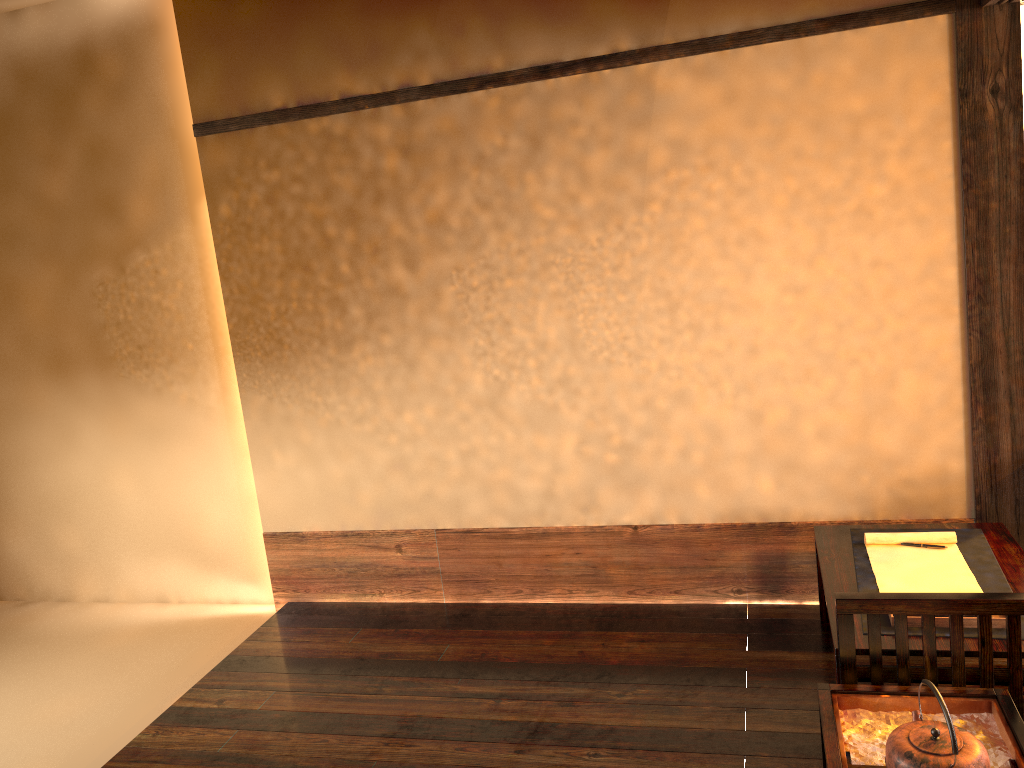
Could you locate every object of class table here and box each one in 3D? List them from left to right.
[{"bbox_3d":[1.257,0.738,2.655,0.600,0.335,0.885,-4,11,16],"label":"table"}]

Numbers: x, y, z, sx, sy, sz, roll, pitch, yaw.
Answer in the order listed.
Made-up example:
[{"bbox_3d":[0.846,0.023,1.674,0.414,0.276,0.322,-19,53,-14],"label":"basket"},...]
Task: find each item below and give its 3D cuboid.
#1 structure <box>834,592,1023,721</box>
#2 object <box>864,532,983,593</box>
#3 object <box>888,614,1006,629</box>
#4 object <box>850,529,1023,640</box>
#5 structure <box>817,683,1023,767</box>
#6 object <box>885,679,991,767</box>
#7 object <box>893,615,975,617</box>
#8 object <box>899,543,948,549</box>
[{"bbox_3d":[0.978,0.878,1.641,0.597,0.497,1.203,-4,11,16],"label":"structure"},{"bbox_3d":[1.238,0.540,2.686,0.275,0.037,0.432,-4,11,16],"label":"object"},{"bbox_3d":[1.168,0.612,2.374,0.295,0.028,0.121,-4,11,17],"label":"object"},{"bbox_3d":[1.239,0.570,2.637,0.405,0.003,0.765,-3,11,19],"label":"object"},{"bbox_3d":[0.899,0.946,1.872,0.452,0.299,0.669,-4,11,16],"label":"structure"},{"bbox_3d":[0.865,0.719,1.810,0.198,0.215,0.198,-14,12,-34],"label":"object"},{"bbox_3d":[1.132,0.611,2.398,0.200,0.019,0.082,-4,11,17],"label":"object"},{"bbox_3d":[1.314,0.517,2.833,0.141,0.010,0.012,0,12,31],"label":"object"}]
